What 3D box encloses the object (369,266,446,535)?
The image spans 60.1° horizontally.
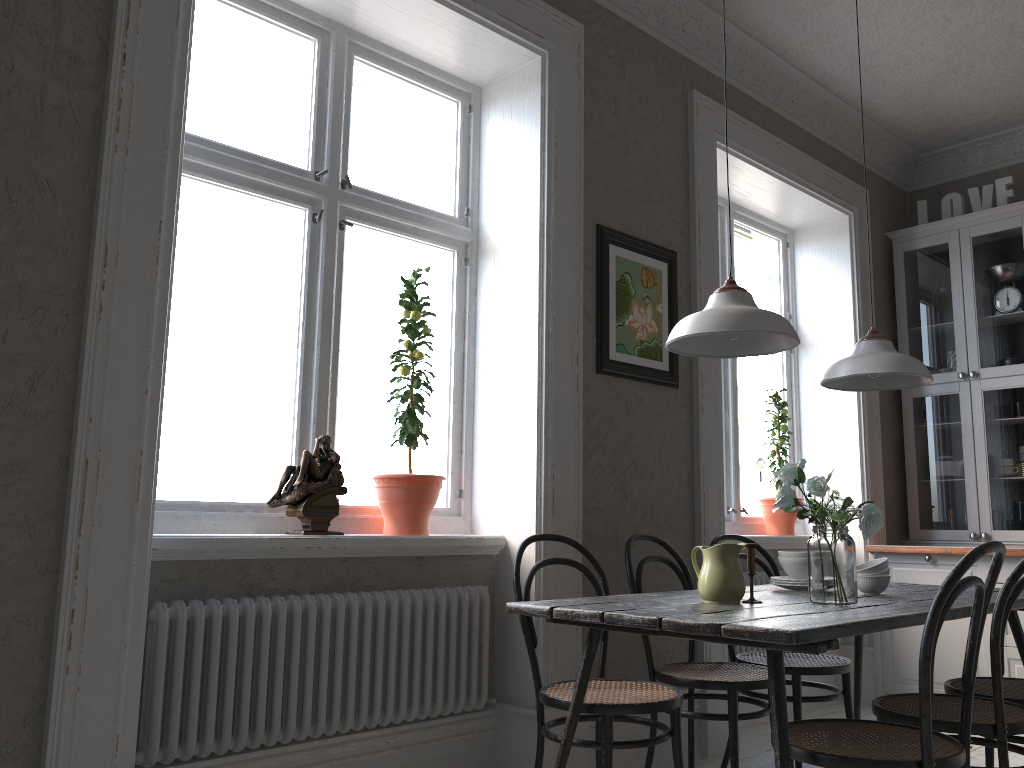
[{"bbox_3d":[-0.365,0.042,3.186,0.271,0.991,0.269,2,-9,-4],"label":"object"}]

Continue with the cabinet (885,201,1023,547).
[{"bbox_3d":[2.728,-0.008,5.146,0.396,1.921,0.861,9,-13,-42],"label":"cabinet"}]

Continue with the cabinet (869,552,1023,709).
[{"bbox_3d":[2.806,1.008,2.889,1.983,0.854,4.204,0,-9,4],"label":"cabinet"}]

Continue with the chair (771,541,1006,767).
[{"bbox_3d":[0.883,0.832,2.083,0.537,0.921,0.447,-8,-13,44],"label":"chair"}]

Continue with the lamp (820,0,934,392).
[{"bbox_3d":[1.310,-0.915,3.301,0.387,1.859,0.371,7,-11,-35],"label":"lamp"}]

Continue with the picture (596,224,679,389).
[{"bbox_3d":[0.538,-0.315,3.731,0.532,0.620,0.019,9,-12,-42],"label":"picture"}]

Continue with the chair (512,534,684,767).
[{"bbox_3d":[0.271,0.934,2.752,0.447,0.921,0.538,7,-11,-35],"label":"chair"}]

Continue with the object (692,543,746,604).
[{"bbox_3d":[0.595,0.542,2.550,0.149,0.170,0.136,-1,-9,8],"label":"object"}]

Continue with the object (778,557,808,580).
[{"bbox_3d":[1.017,0.649,3.072,0.176,0.094,0.183,-6,-12,37],"label":"object"}]

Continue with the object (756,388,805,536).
[{"bbox_3d":[1.473,0.425,4.894,0.263,0.813,0.257,3,-10,-16],"label":"object"}]

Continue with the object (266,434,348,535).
[{"bbox_3d":[-0.660,0.321,2.861,0.242,0.329,0.117,9,-12,-41],"label":"object"}]

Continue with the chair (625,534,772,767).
[{"bbox_3d":[0.682,1.001,3.138,0.537,0.921,0.447,-8,-13,44],"label":"chair"}]

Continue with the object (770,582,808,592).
[{"bbox_3d":[1.016,0.702,3.064,0.241,0.027,0.233,5,-10,-25],"label":"object"}]

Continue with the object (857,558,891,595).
[{"bbox_3d":[1.194,0.638,2.947,0.130,0.119,0.122,5,-10,-27],"label":"object"}]

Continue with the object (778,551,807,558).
[{"bbox_3d":[1.017,0.629,3.075,0.176,0.094,0.183,-6,-12,37],"label":"object"}]

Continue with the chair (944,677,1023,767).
[{"bbox_3d":[1.650,0.951,2.776,0.537,0.921,0.447,-8,-13,44],"label":"chair"}]

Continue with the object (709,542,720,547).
[{"bbox_3d":[0.651,0.578,2.773,0.094,0.172,0.097,-4,-10,28],"label":"object"}]

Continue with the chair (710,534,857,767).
[{"bbox_3d":[1.055,1.056,3.461,0.446,0.921,0.539,6,-11,-30],"label":"chair"}]

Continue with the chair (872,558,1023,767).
[{"bbox_3d":[1.277,0.896,2.455,0.447,0.921,0.538,7,-11,-35],"label":"chair"}]

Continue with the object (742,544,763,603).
[{"bbox_3d":[0.694,0.548,2.569,0.060,0.167,0.058,6,-11,-29],"label":"object"}]

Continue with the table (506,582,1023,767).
[{"bbox_3d":[0.988,1.038,2.767,1.960,0.735,0.886,9,-12,-43],"label":"table"}]

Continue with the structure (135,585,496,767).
[{"bbox_3d":[-0.534,0.869,2.770,0.145,0.428,1.249,-8,-13,44],"label":"structure"}]

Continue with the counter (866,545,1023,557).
[{"bbox_3d":[2.401,0.634,3.173,3.462,0.039,3.094,9,-13,-42],"label":"counter"}]

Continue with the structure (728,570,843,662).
[{"bbox_3d":[1.350,1.169,4.519,0.145,0.428,1.249,-8,-13,44],"label":"structure"}]

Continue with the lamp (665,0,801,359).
[{"bbox_3d":[0.644,-1.021,2.684,0.381,1.859,0.377,2,-9,-6],"label":"lamp"}]

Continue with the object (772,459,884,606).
[{"bbox_3d":[0.909,0.420,2.542,0.257,0.414,0.305,10,-13,-44],"label":"object"}]

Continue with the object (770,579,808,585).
[{"bbox_3d":[1.016,0.693,3.065,0.235,0.027,0.240,-2,-9,15],"label":"object"}]

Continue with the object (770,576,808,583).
[{"bbox_3d":[1.017,0.685,3.066,0.241,0.027,0.234,4,-10,-20],"label":"object"}]
